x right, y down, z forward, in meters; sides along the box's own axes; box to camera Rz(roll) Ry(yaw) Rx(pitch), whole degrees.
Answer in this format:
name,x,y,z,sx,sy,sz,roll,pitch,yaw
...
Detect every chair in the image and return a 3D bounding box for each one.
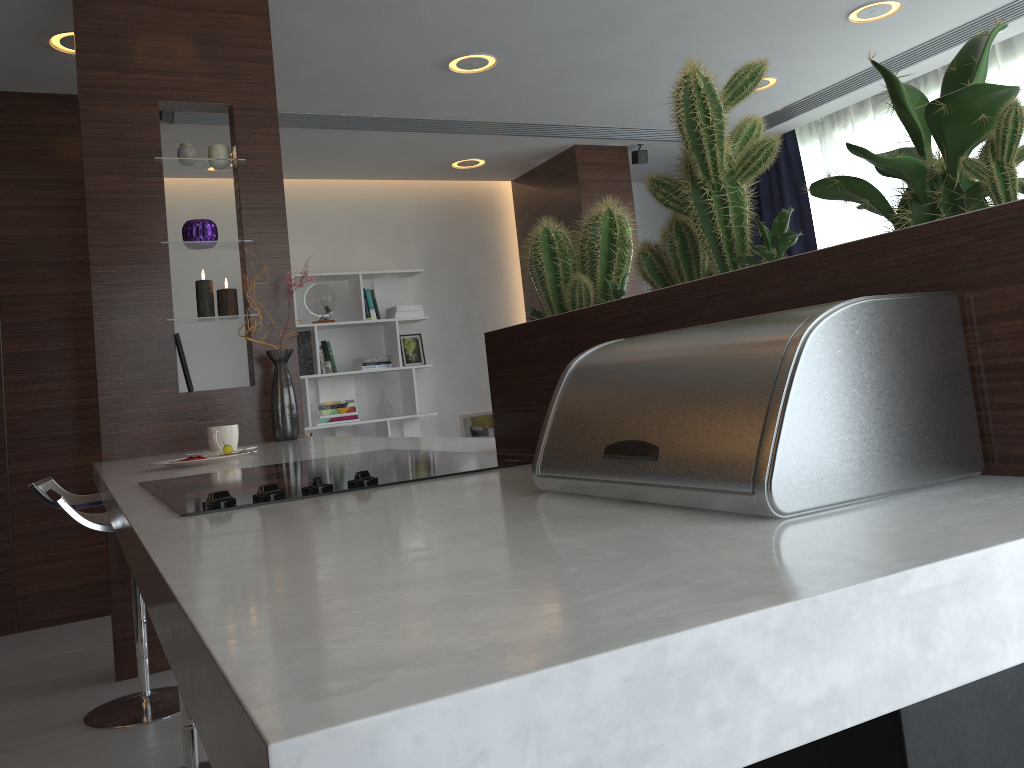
name,x,y,z,sx,sy,sz,roll,pitch,yaw
chair,-1.218,0.643,2.797,0.465,0.745,0.392,-5,-4,-20
chair,-0.824,0.598,2.115,0.465,0.745,0.392,-4,-5,-31

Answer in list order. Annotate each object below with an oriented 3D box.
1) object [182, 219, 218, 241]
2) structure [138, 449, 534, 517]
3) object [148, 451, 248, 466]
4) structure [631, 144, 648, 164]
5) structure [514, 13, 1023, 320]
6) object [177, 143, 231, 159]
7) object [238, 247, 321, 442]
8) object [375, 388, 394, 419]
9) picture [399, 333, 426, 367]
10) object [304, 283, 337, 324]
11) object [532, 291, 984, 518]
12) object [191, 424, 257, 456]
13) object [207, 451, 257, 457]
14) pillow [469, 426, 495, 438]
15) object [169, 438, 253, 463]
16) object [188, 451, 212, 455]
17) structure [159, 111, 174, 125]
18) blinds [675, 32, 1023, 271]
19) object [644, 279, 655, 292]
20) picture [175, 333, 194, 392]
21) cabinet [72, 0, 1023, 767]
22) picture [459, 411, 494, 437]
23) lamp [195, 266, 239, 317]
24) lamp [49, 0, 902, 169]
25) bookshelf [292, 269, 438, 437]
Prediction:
name,x,y,z,sx,sy,sz,roll,pitch,yaw
object,-1.222,-0.588,3.461,0.134,0.098,0.132,-7,-2,13
structure,-0.320,0.157,1.457,0.505,0.057,0.758,-6,0,-27
object,-0.770,0.191,2.184,0.237,0.019,0.239,-6,0,36
structure,0.950,-1.705,6.584,0.085,0.143,0.113,-5,-4,-21
structure,0.251,-0.243,1.097,0.223,0.288,0.993,-5,-1,-24
object,-1.226,-0.909,3.515,0.218,0.086,0.087,-5,-3,-43
object,-0.846,-0.159,3.308,0.388,0.740,0.196,-2,-6,-45
object,-0.941,0.140,6.482,0.132,0.221,0.131,-5,-4,-21
picture,-0.768,-0.259,6.809,0.182,0.258,0.058,-4,-5,-26
object,-1.373,-0.538,6.365,0.235,0.386,0.218,-6,-4,-7
object,0.185,0.017,0.789,0.222,0.146,0.341,-5,-1,-27
object,-0.822,0.163,2.517,0.181,0.087,0.182,-7,-2,40
object,-0.721,0.176,2.187,0.247,0.008,0.026,-6,-1,32
pillow,-0.003,0.388,4.605,0.220,0.388,0.415,-9,-4,34
object,-1.164,0.124,1.450,0.139,0.223,1.879,-8,-1,29
object,-0.872,0.198,2.490,0.036,0.012,0.165,-6,0,-1
structure,-1.815,-1.415,4.571,0.114,0.143,0.084,-8,-4,23
blinds,0.722,-0.587,3.732,5.813,2.790,7.083,-6,-1,-23
object,1.155,-0.152,7.085,0.500,1.858,0.482,-9,-6,32
picture,-1.247,-0.077,3.357,0.051,0.223,0.174,-4,-4,-23
cabinet,-0.517,-0.349,1.992,0.788,2.568,3.308,-4,-3,-26
picture,-0.136,0.565,6.991,0.501,0.704,0.083,-4,-5,-26
lamp,-1.152,-0.358,3.443,0.153,0.212,0.076,-5,-5,-15
lamp,-2.007,-1.439,2.352,9.611,0.085,5.305,-6,0,-40
bookshelf,-1.146,0.106,6.429,1.153,1.833,0.297,-4,-5,-26
